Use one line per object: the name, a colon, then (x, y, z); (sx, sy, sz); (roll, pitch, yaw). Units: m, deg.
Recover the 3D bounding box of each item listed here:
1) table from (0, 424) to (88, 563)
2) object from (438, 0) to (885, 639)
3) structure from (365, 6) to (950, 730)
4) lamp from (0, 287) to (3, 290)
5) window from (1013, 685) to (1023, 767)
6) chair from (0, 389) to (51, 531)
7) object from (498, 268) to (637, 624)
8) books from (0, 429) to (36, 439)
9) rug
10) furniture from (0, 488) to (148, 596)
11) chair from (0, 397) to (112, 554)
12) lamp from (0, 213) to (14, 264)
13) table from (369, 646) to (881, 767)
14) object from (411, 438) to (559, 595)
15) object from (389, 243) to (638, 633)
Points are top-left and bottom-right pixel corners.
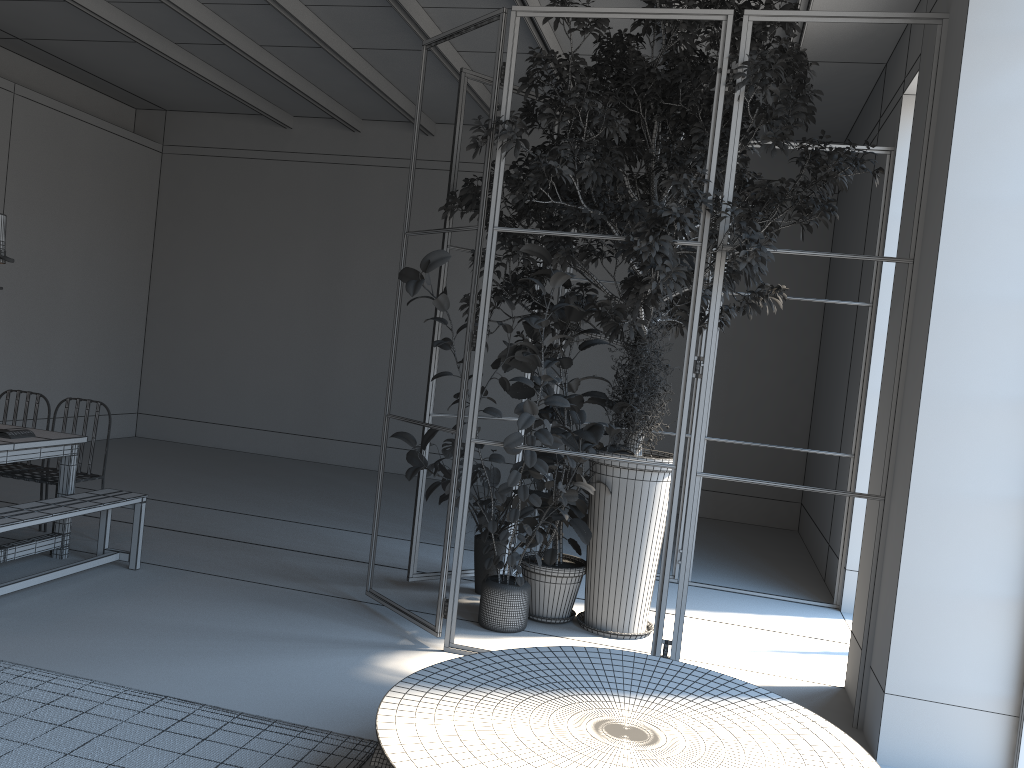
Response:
table: (-3.778, 0.649, 5.328); (1.784, 0.819, 1.239); (7, 2, 13)
object: (0.686, -0.561, 5.270); (2.243, 4.154, 2.486); (6, 2, -16)
structure: (0.884, -0.165, 5.672); (2.994, 3.454, 2.452); (7, 2, 13)
lamp: (-3.386, -1.620, 5.638); (0.301, 2.004, 0.359); (6, 2, 11)
window: (1.857, -0.119, 1.597); (0.070, 3.834, 9.755); (7, 2, 13)
chair: (-3.581, 0.534, 6.120); (0.474, 0.975, 0.488); (7, 2, 13)
object: (0.289, 0.370, 5.641); (1.270, 2.157, 0.868); (8, 2, 44)
books: (-3.066, 0.294, 5.374); (0.249, 0.041, 0.202); (7, 2, 11)
rug: (-1.752, 1.343, 2.550); (1.961, 0.007, 2.524); (7, 2, 13)
furniture: (-2.620, 0.927, 5.062); (0.300, 0.478, 1.260); (7, 2, 13)
chair: (-3.100, 0.589, 6.009); (0.474, 0.975, 0.488); (7, 2, 13)
lamp: (-3.126, -1.662, 5.308); (0.352, 1.845, 0.312); (8, 2, 39)
table: (0.377, 1.364, 3.021); (1.709, 0.387, 1.708); (6, 2, 4)
object: (-0.199, 0.912, 5.895); (1.125, 1.001, 0.920); (6, 2, 10)
object: (-0.041, 0.361, 5.074); (1.253, 2.183, 1.309); (7, 2, 24)
